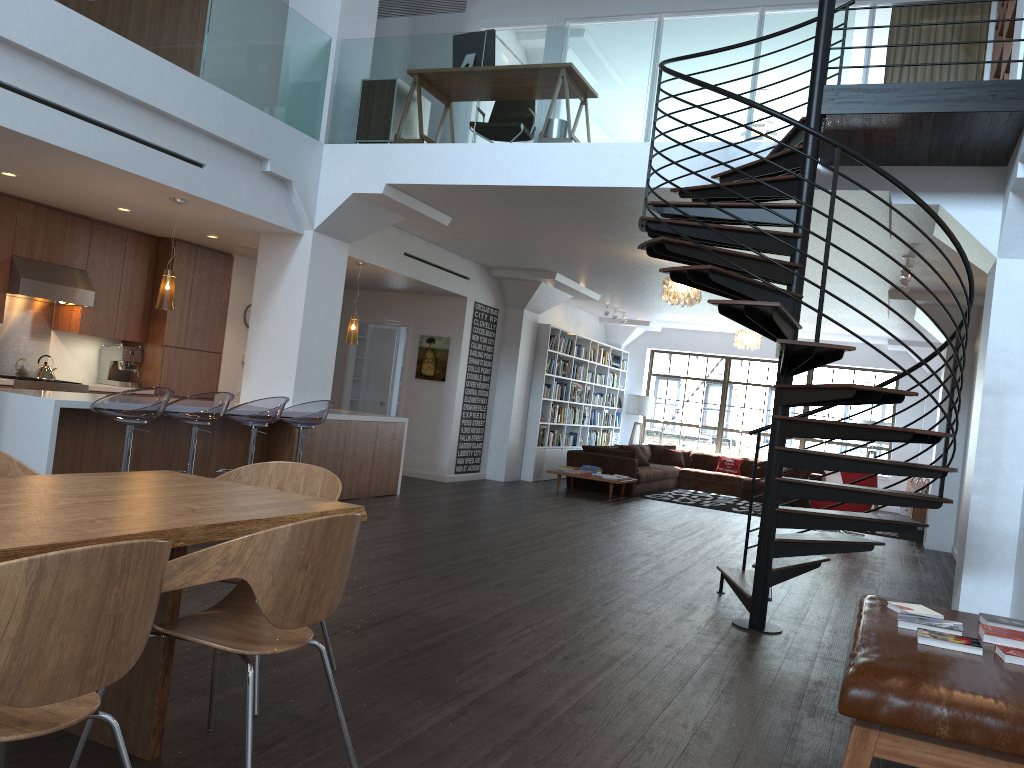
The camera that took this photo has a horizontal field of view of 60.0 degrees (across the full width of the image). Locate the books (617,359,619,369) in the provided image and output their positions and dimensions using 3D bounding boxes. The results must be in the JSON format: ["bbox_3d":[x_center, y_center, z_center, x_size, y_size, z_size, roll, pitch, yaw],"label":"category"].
[{"bbox_3d":[1.975,-0.429,17.156,0.183,0.253,0.042,6,-1,23],"label":"books"}]

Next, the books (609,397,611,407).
[{"bbox_3d":[1.796,0.304,16.926,0.160,0.251,0.039,6,-1,23],"label":"books"}]

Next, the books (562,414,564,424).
[{"bbox_3d":[0.759,0.520,14.577,0.174,0.240,0.045,6,-1,23],"label":"books"}]

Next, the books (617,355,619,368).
[{"bbox_3d":[1.958,-0.431,17.116,0.183,0.253,0.042,6,-1,23],"label":"books"}]

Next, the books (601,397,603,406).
[{"bbox_3d":[1.617,0.318,16.428,0.106,0.162,0.032,6,-1,23],"label":"books"}]

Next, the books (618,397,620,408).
[{"bbox_3d":[2.028,0.362,17.477,0.167,0.210,0.162,6,-1,23],"label":"books"}]

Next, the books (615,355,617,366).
[{"bbox_3d":[1.903,-0.440,16.997,0.183,0.253,0.042,6,-1,23],"label":"books"}]

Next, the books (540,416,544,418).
[{"bbox_3d":[0.382,0.497,13.745,0.174,0.032,0.254,6,-1,18],"label":"books"}]

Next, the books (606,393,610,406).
[{"bbox_3d":[1.752,0.295,16.822,0.183,0.253,0.042,6,-1,23],"label":"books"}]

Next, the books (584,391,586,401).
[{"bbox_3d":[1.180,0.189,15.485,0.198,0.284,0.046,6,-1,23],"label":"books"}]

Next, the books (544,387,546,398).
[{"bbox_3d":[0.451,0.124,13.688,0.128,0.178,0.022,6,-1,23],"label":"books"}]

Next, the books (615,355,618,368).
[{"bbox_3d":[1.924,-0.437,17.035,0.183,0.253,0.042,6,-1,23],"label":"books"}]

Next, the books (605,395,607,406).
[{"bbox_3d":[1.698,0.301,16.675,0.161,0.223,0.032,6,-1,23],"label":"books"}]

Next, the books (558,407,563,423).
[{"bbox_3d":[0.726,0.507,14.478,0.183,0.253,0.034,6,-1,23],"label":"books"}]

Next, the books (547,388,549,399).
[{"bbox_3d":[0.512,0.140,13.822,0.120,0.167,0.020,6,-1,23],"label":"books"}]

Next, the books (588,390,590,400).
[{"bbox_3d":[1.268,0.220,15.676,0.183,0.253,0.039,6,-1,23],"label":"books"}]

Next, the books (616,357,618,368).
[{"bbox_3d":[1.936,-0.435,17.078,0.183,0.253,0.042,6,-1,23],"label":"books"}]

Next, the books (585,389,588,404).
[{"bbox_3d":[1.237,0.213,15.575,0.174,0.251,0.051,6,-1,23],"label":"books"}]

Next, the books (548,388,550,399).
[{"bbox_3d":[0.528,0.144,13.844,0.106,0.162,0.032,6,-1,23],"label":"books"}]

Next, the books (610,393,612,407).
[{"bbox_3d":[1.810,0.302,16.963,0.180,0.259,0.042,6,-1,23],"label":"books"}]

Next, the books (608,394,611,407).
[{"bbox_3d":[1.783,0.304,16.889,0.171,0.246,0.039,6,-1,23],"label":"books"}]

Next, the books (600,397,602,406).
[{"bbox_3d":[1.594,0.319,16.388,0.110,0.153,0.018,6,-1,23],"label":"books"}]

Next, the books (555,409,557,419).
[{"bbox_3d":[0.626,0.507,14.249,0.161,0.223,0.027,6,-1,23],"label":"books"}]

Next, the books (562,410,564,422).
[{"bbox_3d":[0.751,0.511,14.539,0.183,0.253,0.034,6,-1,23],"label":"books"}]

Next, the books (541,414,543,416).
[{"bbox_3d":[0.388,0.469,13.750,0.144,0.025,0.204,7,-1,13],"label":"books"}]

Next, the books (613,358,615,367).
[{"bbox_3d":[1.869,-0.445,16.916,0.183,0.253,0.042,6,-1,23],"label":"books"}]

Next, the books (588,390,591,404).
[{"bbox_3d":[1.298,0.226,15.738,0.171,0.246,0.036,6,-1,23],"label":"books"}]

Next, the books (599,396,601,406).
[{"bbox_3d":[1.562,0.302,16.342,0.128,0.178,0.022,6,-1,23],"label":"books"}]

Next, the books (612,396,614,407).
[{"bbox_3d":[1.881,0.325,17.124,0.174,0.236,0.142,6,-1,23],"label":"books"}]

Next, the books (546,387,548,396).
[{"bbox_3d":[0.488,0.133,13.772,0.109,0.171,0.018,6,-1,23],"label":"books"}]

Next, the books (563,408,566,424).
[{"bbox_3d":[0.795,0.518,14.632,0.183,0.253,0.034,6,-1,23],"label":"books"}]

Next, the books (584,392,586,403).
[{"bbox_3d":[1.201,0.209,15.516,0.160,0.251,0.029,6,-1,23],"label":"books"}]

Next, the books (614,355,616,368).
[{"bbox_3d":[1.884,-0.443,16.958,0.183,0.253,0.042,6,-1,23],"label":"books"}]

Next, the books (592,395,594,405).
[{"bbox_3d":[1.400,0.276,15.940,0.128,0.178,0.021,6,-1,23],"label":"books"}]

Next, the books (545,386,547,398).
[{"bbox_3d":[0.462,0.123,13.735,0.134,0.184,0.030,6,-1,23],"label":"books"}]

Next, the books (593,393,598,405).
[{"bbox_3d":[1.483,0.275,16.150,0.140,0.206,0.042,6,-1,23],"label":"books"}]

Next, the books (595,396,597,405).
[{"bbox_3d":[1.475,0.295,16.089,0.106,0.162,0.030,6,-1,23],"label":"books"}]

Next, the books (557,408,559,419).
[{"bbox_3d":[0.655,0.503,14.363,0.174,0.240,0.045,6,-1,23],"label":"books"}]

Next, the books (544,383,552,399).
[{"bbox_3d":[0.539,0.112,13.906,0.140,0.231,0.042,6,-1,23],"label":"books"}]

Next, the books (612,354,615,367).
[{"bbox_3d":[1.852,-0.448,16.876,0.183,0.253,0.042,6,-1,23],"label":"books"}]

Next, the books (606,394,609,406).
[{"bbox_3d":[1.717,0.296,16.715,0.174,0.240,0.054,6,-1,23],"label":"books"}]

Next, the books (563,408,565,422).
[{"bbox_3d":[0.781,0.517,14.606,0.160,0.250,0.026,6,-1,23],"label":"books"}]

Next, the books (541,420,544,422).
[{"bbox_3d":[0.378,0.564,13.748,0.197,0.035,0.284,7,-1,13],"label":"books"}]

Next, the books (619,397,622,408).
[{"bbox_3d":[2.071,0.366,17.557,0.182,0.215,0.188,6,-1,23],"label":"books"}]

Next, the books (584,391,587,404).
[{"bbox_3d":[1.219,0.225,15.538,0.161,0.223,0.030,6,-1,23],"label":"books"}]

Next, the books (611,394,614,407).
[{"bbox_3d":[1.848,0.310,17.041,0.183,0.253,0.042,6,-1,23],"label":"books"}]

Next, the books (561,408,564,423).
[{"bbox_3d":[0.742,0.510,14.507,0.183,0.253,0.034,6,-1,23],"label":"books"}]

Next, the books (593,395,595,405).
[{"bbox_3d":[1.421,0.280,16.007,0.128,0.178,0.021,6,-1,23],"label":"books"}]

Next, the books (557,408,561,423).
[{"bbox_3d":[0.695,0.506,14.401,0.171,0.246,0.057,6,-1,23],"label":"books"}]

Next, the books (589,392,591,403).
[{"bbox_3d":[1.310,0.226,15.773,0.160,0.251,0.036,6,-1,23],"label":"books"}]

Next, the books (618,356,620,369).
[{"bbox_3d":[1.990,-0.426,17.197,0.183,0.253,0.042,6,-1,23],"label":"books"}]

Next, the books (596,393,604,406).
[{"bbox_3d":[1.629,0.286,16.490,0.140,0.231,0.042,6,-1,23],"label":"books"}]

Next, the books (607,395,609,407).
[{"bbox_3d":[1.749,0.309,16.783,0.161,0.223,0.032,6,-1,23],"label":"books"}]

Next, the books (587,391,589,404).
[{"bbox_3d":[1.267,0.233,15.639,0.161,0.223,0.030,6,-1,23],"label":"books"}]

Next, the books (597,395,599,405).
[{"bbox_3d":[1.502,0.286,16.186,0.139,0.191,0.036,6,-1,23],"label":"books"}]

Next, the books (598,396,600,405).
[{"bbox_3d":[1.540,0.298,16.272,0.128,0.178,0.022,6,-1,23],"label":"books"}]

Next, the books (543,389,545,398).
[{"bbox_3d":[0.438,0.111,13.671,0.127,0.200,0.020,6,-1,23],"label":"books"}]

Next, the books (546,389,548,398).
[{"bbox_3d":[0.499,0.144,13.786,0.110,0.153,0.019,6,-1,23],"label":"books"}]
